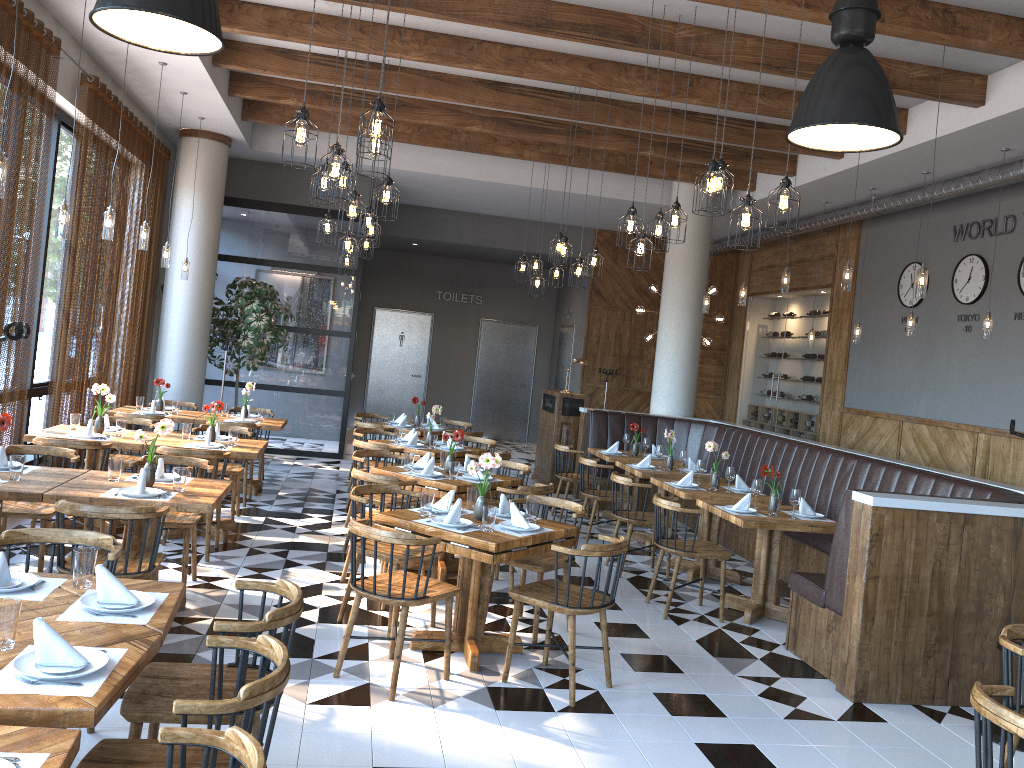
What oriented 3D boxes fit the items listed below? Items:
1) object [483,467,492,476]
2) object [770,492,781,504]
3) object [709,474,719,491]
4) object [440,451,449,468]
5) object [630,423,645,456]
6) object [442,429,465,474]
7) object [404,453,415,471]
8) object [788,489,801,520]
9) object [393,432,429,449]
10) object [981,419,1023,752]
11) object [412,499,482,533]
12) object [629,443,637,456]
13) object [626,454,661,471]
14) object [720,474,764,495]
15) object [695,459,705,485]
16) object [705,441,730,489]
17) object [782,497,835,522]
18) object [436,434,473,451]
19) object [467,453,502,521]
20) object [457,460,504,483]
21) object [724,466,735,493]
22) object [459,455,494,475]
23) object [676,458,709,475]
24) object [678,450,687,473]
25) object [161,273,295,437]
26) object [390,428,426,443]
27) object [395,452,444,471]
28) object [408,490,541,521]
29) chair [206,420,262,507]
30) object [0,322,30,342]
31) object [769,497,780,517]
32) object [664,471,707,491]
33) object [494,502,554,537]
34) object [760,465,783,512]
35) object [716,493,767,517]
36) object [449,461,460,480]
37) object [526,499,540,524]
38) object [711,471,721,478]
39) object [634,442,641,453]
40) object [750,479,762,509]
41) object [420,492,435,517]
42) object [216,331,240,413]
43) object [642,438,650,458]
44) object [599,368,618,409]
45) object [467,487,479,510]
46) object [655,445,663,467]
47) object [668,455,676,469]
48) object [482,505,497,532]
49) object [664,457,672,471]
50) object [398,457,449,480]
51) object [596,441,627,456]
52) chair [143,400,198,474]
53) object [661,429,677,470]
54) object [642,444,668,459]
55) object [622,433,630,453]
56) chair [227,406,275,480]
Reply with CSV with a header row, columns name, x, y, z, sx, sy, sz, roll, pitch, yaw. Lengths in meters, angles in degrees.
name,x,y,z,sx,sy,sz,roll,pitch,yaw
object,-0.190,0.658,6.957,0.080,0.132,0.080,6,0,-5
object,1.974,0.887,6.653,0.080,0.132,0.080,6,0,-10
object,1.702,0.832,7.485,0.080,0.132,0.080,6,0,-5
object,-0.548,0.614,7.195,0.080,0.132,0.080,6,0,-5
object,1.370,0.610,9.806,0.156,0.355,0.171,6,0,-17
object,-0.454,0.522,6.862,0.156,0.355,0.171,6,0,-45
object,-0.796,0.600,6.838,0.080,0.132,0.080,6,0,-5
object,2.022,0.861,6.340,0.081,0.215,0.081,6,0,-41
object,-0.955,0.526,8.510,0.352,0.137,0.271,7,2,35
object,2.718,1.030,4.644,0.374,1.659,0.375,6,-1,-32
object,-0.329,0.709,4.906,0.352,0.137,0.271,7,2,35
object,1.320,0.721,9.684,0.080,0.132,0.080,6,0,-25
object,1.292,0.749,8.667,0.271,0.137,0.352,6,2,-10
object,1.998,0.854,7.656,0.271,0.137,0.352,6,2,-10
object,1.655,0.775,7.813,0.081,0.215,0.081,6,0,43
object,1.758,0.698,7.641,0.206,0.400,0.146,6,0,-8
object,2.191,0.910,6.550,0.271,0.137,0.352,6,2,-10
object,-0.584,0.562,8.578,0.273,0.137,0.351,7,2,35
object,-0.172,0.587,5.097,0.207,0.400,0.146,6,0,10
object,-0.263,0.655,6.742,0.273,0.137,0.351,7,2,35
object,1.829,0.804,7.451,0.081,0.215,0.081,6,0,43
object,-0.334,0.636,7.113,0.352,0.137,0.271,7,2,35
object,1.809,0.799,8.748,0.271,0.137,0.352,6,2,-10
object,1.640,0.749,8.536,0.081,0.215,0.081,6,0,21
object,-3.822,-0.335,11.655,1.632,2.593,1.382,6,0,-26
object,-1.026,0.507,8.881,0.273,0.137,0.351,7,2,35
object,-0.704,0.600,7.045,0.273,0.137,0.351,7,2,35
object,-0.210,0.709,5.283,0.578,0.137,0.581,7,2,35
chair,-2.782,0.759,8.769,0.519,0.817,0.550,6,0,-10
object,-2.350,0.542,3.853,0.374,1.659,0.375,6,0,-27
object,1.891,0.887,6.400,0.080,0.132,0.080,6,0,-25
object,1.482,0.804,7.575,0.271,0.137,0.352,6,2,-10
object,0.041,0.744,4.974,0.273,0.137,0.351,7,2,35
object,1.901,0.772,6.530,0.171,0.355,0.156,6,0,-7
object,1.674,0.860,6.469,0.271,0.137,0.352,6,2,-10
object,-0.432,0.646,6.590,0.080,0.132,0.080,6,0,5
object,0.116,0.747,5.192,0.080,0.132,0.080,6,0,-45
object,1.781,0.831,7.764,0.080,0.132,0.080,6,0,-10
object,1.403,0.721,9.937,0.080,0.132,0.080,6,0,-10
object,1.848,0.831,6.706,0.081,0.215,0.081,6,0,-2
object,-0.489,0.690,5.073,0.080,0.132,0.080,6,0,-35
object,-3.578,0.185,10.910,0.375,1.659,0.374,6,0,13
object,1.451,0.694,9.623,0.081,0.215,0.081,6,0,21
object,1.571,0.564,15.198,0.375,1.659,0.374,6,0,13
object,-0.242,0.703,5.430,0.080,0.132,0.080,6,0,-45
object,1.471,0.721,8.871,0.081,0.215,0.081,6,0,-18
object,1.592,0.776,8.849,0.080,0.132,0.080,6,0,-10
object,-0.125,0.735,4.825,0.080,0.132,0.080,6,0,-35
object,1.509,0.776,8.596,0.080,0.132,0.080,6,0,-25
object,-0.634,0.620,6.674,0.352,0.137,0.271,7,2,35
object,1.104,0.694,9.749,0.271,0.137,0.352,6,2,-10
chair,-3.833,0.615,9.911,0.519,0.817,0.550,6,0,-10
object,1.543,0.641,8.719,0.146,0.400,0.206,6,0,-2
object,1.621,0.744,9.831,0.271,0.137,0.352,6,2,-10
object,1.282,0.666,9.958,0.081,0.215,0.081,6,0,-18
chair,-3.006,0.694,10.055,0.519,0.817,0.550,6,0,-10
